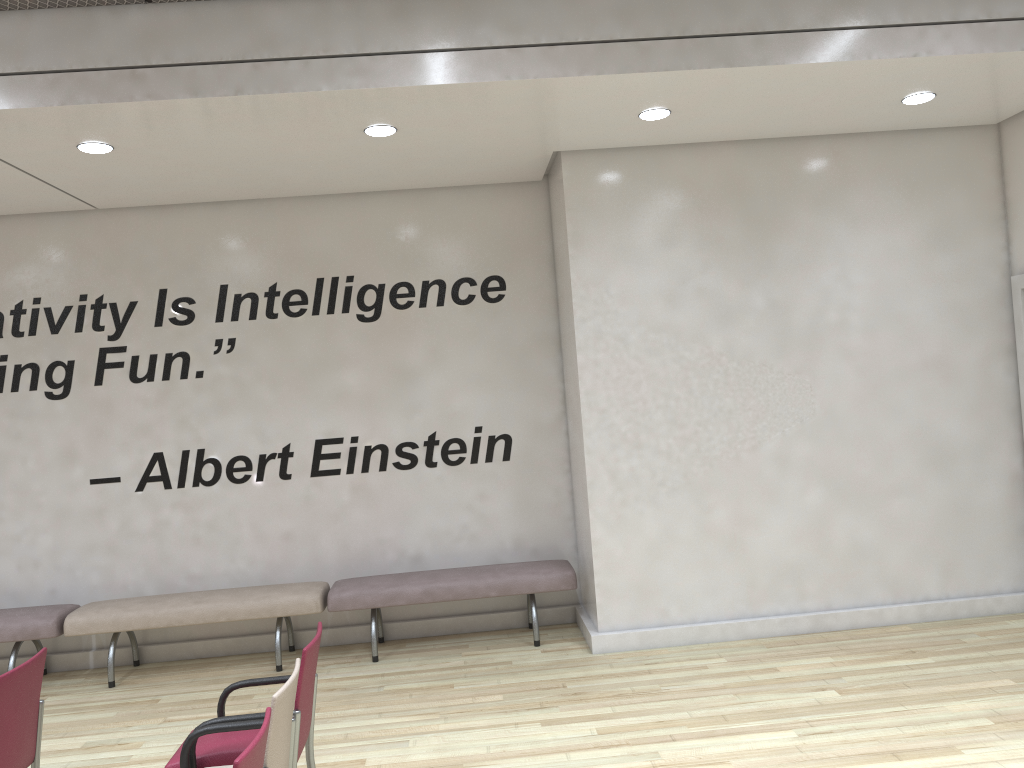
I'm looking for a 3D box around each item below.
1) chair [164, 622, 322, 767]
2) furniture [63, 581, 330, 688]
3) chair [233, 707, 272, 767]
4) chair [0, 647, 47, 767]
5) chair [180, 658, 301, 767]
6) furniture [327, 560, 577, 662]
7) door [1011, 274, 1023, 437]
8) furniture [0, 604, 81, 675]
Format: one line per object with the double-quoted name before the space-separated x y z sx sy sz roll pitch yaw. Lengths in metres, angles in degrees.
"chair" -1.119 1.555 3.838 0.640 0.890 0.513 -4 0 -4
"furniture" -2.274 1.821 6.545 1.833 0.550 0.530 -4 0 -4
"chair" -1.055 1.546 2.741 0.640 0.890 0.513 -4 0 -3
"chair" -2.342 1.650 3.762 0.640 0.890 0.513 -4 0 -4
"chair" -1.090 1.551 3.289 0.640 0.890 0.513 -4 0 -3
"furniture" -0.429 1.677 6.659 1.833 0.550 0.530 -4 0 -4
"door" 3.787 0.418 5.622 0.200 2.400 1.400 -4 0 -4
"furniture" -4.123 1.966 6.431 1.833 0.550 0.530 -4 0 -4
